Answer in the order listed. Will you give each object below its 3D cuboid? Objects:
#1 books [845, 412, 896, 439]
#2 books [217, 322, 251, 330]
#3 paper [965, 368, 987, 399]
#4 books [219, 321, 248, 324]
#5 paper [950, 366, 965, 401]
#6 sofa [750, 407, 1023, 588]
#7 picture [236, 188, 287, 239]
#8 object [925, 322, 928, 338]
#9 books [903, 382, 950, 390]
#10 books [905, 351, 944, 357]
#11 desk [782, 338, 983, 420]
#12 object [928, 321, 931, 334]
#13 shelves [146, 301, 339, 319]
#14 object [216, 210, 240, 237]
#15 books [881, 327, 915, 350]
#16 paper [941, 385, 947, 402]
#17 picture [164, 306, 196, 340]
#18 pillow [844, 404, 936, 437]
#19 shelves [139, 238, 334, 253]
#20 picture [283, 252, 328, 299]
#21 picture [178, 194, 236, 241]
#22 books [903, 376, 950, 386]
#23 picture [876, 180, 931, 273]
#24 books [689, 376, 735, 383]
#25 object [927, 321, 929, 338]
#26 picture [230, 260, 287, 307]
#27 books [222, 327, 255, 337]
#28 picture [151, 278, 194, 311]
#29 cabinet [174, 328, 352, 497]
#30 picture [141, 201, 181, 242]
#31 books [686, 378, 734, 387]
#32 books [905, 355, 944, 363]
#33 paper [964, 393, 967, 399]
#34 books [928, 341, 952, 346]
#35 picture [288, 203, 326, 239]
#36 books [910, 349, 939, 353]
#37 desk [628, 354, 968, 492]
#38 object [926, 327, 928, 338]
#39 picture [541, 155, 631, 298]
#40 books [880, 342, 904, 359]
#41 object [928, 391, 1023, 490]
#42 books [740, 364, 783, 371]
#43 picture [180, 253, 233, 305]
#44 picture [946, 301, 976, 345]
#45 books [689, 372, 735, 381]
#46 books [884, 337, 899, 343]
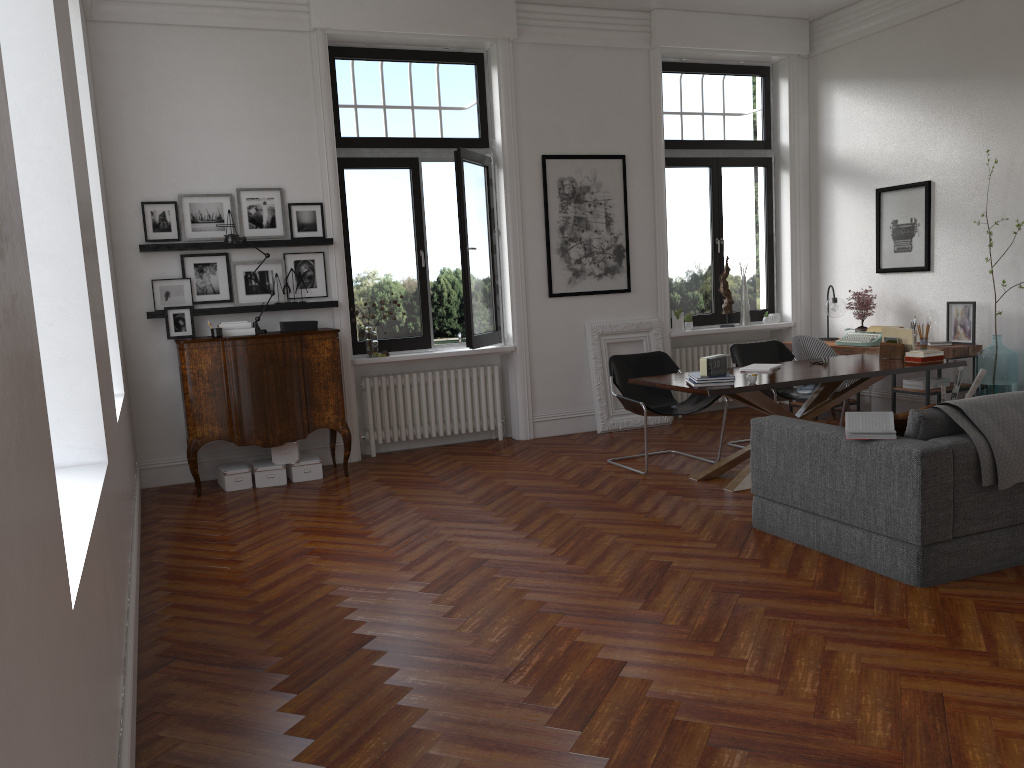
[{"bbox_3d":[1.767,0.201,4.377,0.225,0.096,0.278,-1,7,20],"label":"books"},{"bbox_3d":[-2.217,-0.463,7.069,0.239,0.044,0.254,-6,7,-22],"label":"books"},{"bbox_3d":[3.665,0.172,7.183,0.047,0.611,0.330,-10,10,-41],"label":"paper"},{"bbox_3d":[-2.214,-0.489,7.044,0.200,0.014,0.179,-6,7,-22],"label":"books"},{"bbox_3d":[3.670,0.150,7.384,0.293,0.628,0.047,-7,9,-29],"label":"paper"},{"bbox_3d":[2.831,0.395,5.076,2.642,0.831,1.259,-6,7,-22],"label":"sofa"},{"bbox_3d":[-2.077,-1.415,7.356,0.369,0.410,0.020,-6,8,-22],"label":"picture"},{"bbox_3d":[3.054,-0.362,6.540,0.008,0.193,0.049,-3,8,2],"label":"object"},{"bbox_3d":[3.553,0.009,7.602,0.308,0.038,0.225,-6,7,-23],"label":"books"},{"bbox_3d":[3.043,-0.224,6.536,0.207,0.028,0.163,-6,7,-24],"label":"books"},{"bbox_3d":[3.384,0.000,8.297,0.647,0.760,1.795,-6,7,-22],"label":"desk"},{"bbox_3d":[3.079,-0.367,6.567,0.044,0.194,0.008,-2,8,8],"label":"object"},{"bbox_3d":[-2.202,-0.616,7.320,1.513,0.055,0.155,-6,7,-22],"label":"shelves"},{"bbox_3d":[-2.314,-1.284,7.209,0.174,0.261,0.040,-6,8,-22],"label":"object"},{"bbox_3d":[2.989,-0.321,6.862,0.043,0.240,0.309,-6,8,-22],"label":"books"},{"bbox_3d":[3.552,0.245,7.264,0.073,0.480,0.033,-1,8,15],"label":"paper"},{"bbox_3d":[-2.643,-0.489,7.055,0.213,0.258,0.020,-6,8,-22],"label":"picture"},{"bbox_3d":[1.980,0.295,4.640,0.470,0.398,0.329,-1,7,15],"label":"pillow"},{"bbox_3d":[-2.231,-1.135,7.249,1.513,0.055,0.157,-6,7,-22],"label":"shelves"},{"bbox_3d":[-1.755,-0.924,7.545,0.343,0.385,0.020,-6,8,-22],"label":"picture"},{"bbox_3d":[-2.473,-1.354,7.199,0.415,0.368,0.020,-6,8,-22],"label":"picture"},{"bbox_3d":[3.556,-0.028,7.608,0.308,0.038,0.225,-6,7,-22],"label":"books"},{"bbox_3d":[3.689,-1.466,8.368,0.050,0.818,0.632,-6,8,-22],"label":"picture"},{"bbox_3d":[1.336,-0.038,5.942,0.250,0.017,0.343,-3,6,3],"label":"books"},{"bbox_3d":[3.067,-0.365,6.545,0.008,0.195,0.036,-5,8,-10],"label":"object"},{"bbox_3d":[-2.108,-0.843,7.407,0.433,0.366,0.020,-6,8,-22],"label":"picture"},{"bbox_3d":[-2.213,-0.412,7.070,0.294,0.057,0.229,-6,7,-22],"label":"books"},{"bbox_3d":[-2.730,-0.720,7.137,0.299,0.254,0.020,-6,8,-22],"label":"picture"},{"bbox_3d":[-2.000,0.204,7.174,1.265,1.221,0.639,-6,8,-22],"label":"cabinet"},{"bbox_3d":[-2.799,-1.294,7.072,0.266,0.316,0.020,-6,8,-22],"label":"picture"},{"bbox_3d":[1.325,-0.017,5.954,0.264,0.027,0.346,-3,6,3],"label":"books"},{"bbox_3d":[3.039,-0.190,6.533,0.215,0.040,0.159,-6,7,-20],"label":"books"},{"bbox_3d":[3.720,0.268,7.345,0.126,0.389,0.026,-3,8,0],"label":"paper"},{"bbox_3d":[3.708,-0.352,7.722,0.213,0.031,0.128,-1,7,15],"label":"books"},{"bbox_3d":[-1.736,-1.377,7.501,0.289,0.304,0.020,-6,8,-22],"label":"picture"},{"bbox_3d":[3.048,-0.245,6.548,0.159,0.008,0.128,-6,7,-20],"label":"books"},{"bbox_3d":[2.092,0.268,6.512,2.224,0.753,1.028,-6,7,-22],"label":"desk"},{"bbox_3d":[3.076,-0.369,6.578,0.038,0.195,0.008,-3,8,4],"label":"object"},{"bbox_3d":[0.724,-1.518,8.512,0.882,1.327,0.035,-6,8,-22],"label":"picture"},{"bbox_3d":[2.919,-0.255,6.816,0.028,0.125,0.220,-6,7,-22],"label":"books"},{"bbox_3d":[2.448,0.256,4.375,0.751,0.388,0.399,-6,8,-22],"label":"object"},{"bbox_3d":[1.869,-0.122,6.640,0.231,0.026,0.325,1,8,33],"label":"books"},{"bbox_3d":[-2.493,-0.860,7.246,0.373,0.407,0.020,-6,8,-22],"label":"picture"},{"bbox_3d":[3.886,-0.528,7.675,0.023,0.370,0.282,-6,8,-22],"label":"picture"},{"bbox_3d":[1.335,-0.055,5.940,0.250,0.017,0.343,-3,6,3],"label":"books"},{"bbox_3d":[2.944,-0.285,6.869,0.040,0.158,0.128,-6,8,-22],"label":"books"}]
